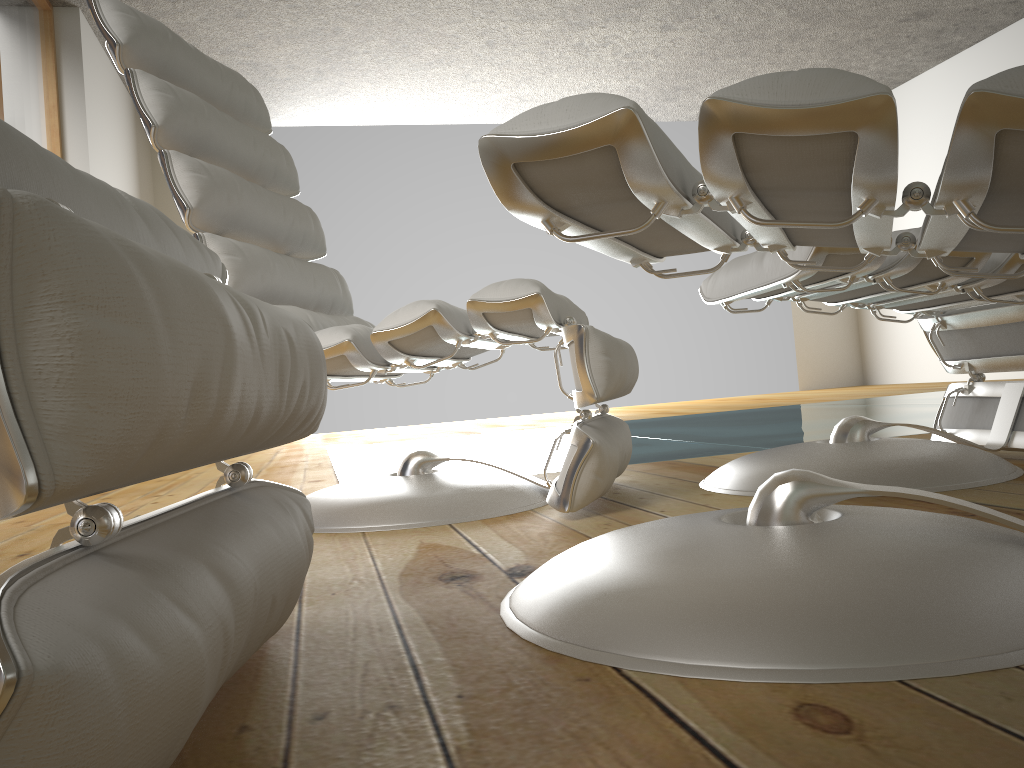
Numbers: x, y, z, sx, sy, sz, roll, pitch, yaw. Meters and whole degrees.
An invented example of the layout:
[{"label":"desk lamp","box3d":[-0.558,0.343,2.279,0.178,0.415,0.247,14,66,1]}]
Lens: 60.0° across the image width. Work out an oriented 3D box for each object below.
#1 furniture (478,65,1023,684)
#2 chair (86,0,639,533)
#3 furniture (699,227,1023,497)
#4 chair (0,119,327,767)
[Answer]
[{"label":"furniture","box3d":[0.306,-0.032,0.828,0.685,0.440,0.569,-5,-1,22]},{"label":"chair","box3d":[-0.244,-0.245,1.721,0.913,0.970,0.569,-5,-2,12]},{"label":"furniture","box3d":[0.672,-0.055,1.641,0.686,0.440,0.569,-5,-1,-6]},{"label":"chair","box3d":[-0.627,-0.223,0.589,0.914,0.970,0.569,-5,-2,-3]}]
